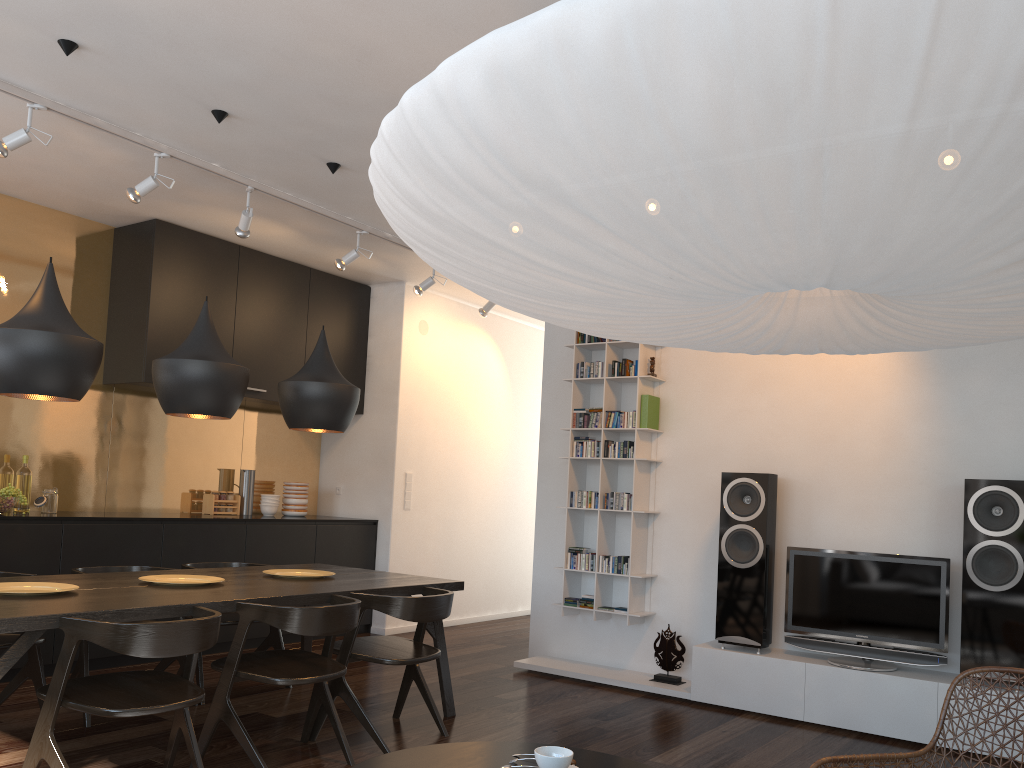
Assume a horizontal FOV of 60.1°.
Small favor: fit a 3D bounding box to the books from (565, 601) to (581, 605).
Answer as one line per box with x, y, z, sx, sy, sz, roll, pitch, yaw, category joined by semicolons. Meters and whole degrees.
0.400;1.415;5.723;0.092;0.014;0.070;-2;-9;35;books

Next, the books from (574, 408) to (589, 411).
0.463;0.172;5.799;0.093;0.013;0.070;-3;-9;40;books

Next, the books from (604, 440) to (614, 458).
0.621;0.420;5.674;0.029;0.115;0.074;1;-5;35;books

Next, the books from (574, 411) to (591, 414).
0.462;0.186;5.803;0.092;0.013;0.070;-2;-9;35;books

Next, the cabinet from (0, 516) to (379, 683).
-2.823;1.199;5.124;0.732;0.895;5.094;0;-8;35;cabinet

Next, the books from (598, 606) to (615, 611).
0.616;1.427;5.612;0.111;0.012;0.094;-2;-9;35;books

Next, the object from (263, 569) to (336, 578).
-1.063;0.951;4.420;0.356;0.016;0.358;-3;-9;38;object

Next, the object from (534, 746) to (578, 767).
0.113;0.894;2.076;0.139;0.069;0.091;9;-8;-43;object

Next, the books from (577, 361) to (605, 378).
0.543;-0.086;5.788;0.222;0.112;0.109;-2;-7;35;books

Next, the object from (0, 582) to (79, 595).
-1.826;0.773;3.328;0.356;0.016;0.358;-3;-9;38;object

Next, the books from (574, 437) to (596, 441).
0.481;0.361;5.811;0.111;0.022;0.096;-2;-9;35;books

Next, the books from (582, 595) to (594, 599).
0.504;1.360;5.656;0.092;0.013;0.070;-2;-9;35;books

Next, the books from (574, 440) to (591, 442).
0.479;0.377;5.806;0.111;0.012;0.094;-2;-9;35;books

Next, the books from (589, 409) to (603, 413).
0.562;0.176;5.721;0.107;0.017;0.069;-2;-9;35;books

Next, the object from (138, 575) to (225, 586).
-1.445;0.862;3.874;0.355;0.016;0.358;1;-8;16;object

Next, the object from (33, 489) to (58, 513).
-2.781;0.696;5.295;0.088;0.151;0.178;2;-6;12;object

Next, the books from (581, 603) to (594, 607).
0.500;1.411;5.652;0.092;0.013;0.070;-2;-9;35;books

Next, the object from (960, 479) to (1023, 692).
2.391;0.977;4.354;0.295;0.998;0.282;1;-4;35;object

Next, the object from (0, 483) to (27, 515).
-2.828;0.630;4.878;0.177;0.172;0.241;1;-6;20;object

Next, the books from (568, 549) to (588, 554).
0.431;1.088;5.751;0.107;0.023;0.069;-2;-8;35;books

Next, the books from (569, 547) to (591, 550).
0.442;1.073;5.766;0.111;0.012;0.094;-2;-9;35;books

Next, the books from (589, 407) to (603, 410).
0.568;0.163;5.729;0.112;0.014;0.094;-2;-9;35;books

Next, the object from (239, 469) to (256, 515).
-1.994;0.819;6.681;0.114;0.338;0.165;0;-5;38;object

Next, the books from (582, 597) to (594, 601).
0.503;1.374;5.654;0.092;0.013;0.070;-2;-9;35;books

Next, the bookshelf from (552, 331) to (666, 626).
0.633;0.481;5.727;0.639;2.065;0.228;1;-4;35;bookshelf

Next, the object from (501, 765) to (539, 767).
0.035;0.927;2.135;0.124;0.010;0.026;3;-7;1;object

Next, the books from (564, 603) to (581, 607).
0.398;1.429;5.722;0.098;0.015;0.075;-2;-9;35;books

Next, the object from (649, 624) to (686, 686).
0.951;1.630;5.362;0.212;0.349;0.122;0;-5;35;object

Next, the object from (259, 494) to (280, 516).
-1.858;0.928;6.780;0.158;0.159;0.154;5;-6;-27;object

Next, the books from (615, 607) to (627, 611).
0.699;1.407;5.524;0.093;0.013;0.070;-3;-9;40;books

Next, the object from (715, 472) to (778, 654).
1.364;1.016;5.073;0.295;0.998;0.282;1;-4;35;object

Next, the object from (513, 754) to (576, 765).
0.081;0.938;2.219;0.168;0.015;0.015;0;-6;22;object

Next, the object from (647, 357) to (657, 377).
0.890;-0.105;5.599;0.045;0.139;0.065;1;-4;26;object

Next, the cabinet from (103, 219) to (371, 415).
-1.923;-0.397;6.538;0.531;1.044;1.967;0;-7;35;cabinet

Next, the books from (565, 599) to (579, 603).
0.398;1.402;5.724;0.092;0.015;0.070;-2;-9;35;books

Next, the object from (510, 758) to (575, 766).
0.074;0.931;2.176;0.163;0.016;0.025;2;-6;10;object

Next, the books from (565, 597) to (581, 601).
0.404;1.391;5.723;0.107;0.009;0.069;-2;-9;35;books

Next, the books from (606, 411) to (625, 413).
0.663;0.178;5.657;0.107;0.008;0.069;-2;-9;35;books

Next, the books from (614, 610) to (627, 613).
0.698;1.421;5.528;0.092;0.013;0.070;-2;-9;35;books

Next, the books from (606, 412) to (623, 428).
0.658;0.236;5.663;0.088;0.107;0.096;0;-6;35;books

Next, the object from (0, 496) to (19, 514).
-2.847;0.667;4.875;0.219;0.096;0.220;4;-7;-7;object

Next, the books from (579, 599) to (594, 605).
0.494;1.393;5.656;0.107;0.023;0.069;-2;-8;35;books

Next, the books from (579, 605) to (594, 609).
0.495;1.427;5.658;0.107;0.016;0.069;-2;-9;35;books

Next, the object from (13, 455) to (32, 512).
-2.947;0.599;5.335;0.092;0.338;0.092;3;-3;2;object

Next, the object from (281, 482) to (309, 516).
-1.705;0.906;6.958;0.197;0.263;0.199;2;-5;9;object
